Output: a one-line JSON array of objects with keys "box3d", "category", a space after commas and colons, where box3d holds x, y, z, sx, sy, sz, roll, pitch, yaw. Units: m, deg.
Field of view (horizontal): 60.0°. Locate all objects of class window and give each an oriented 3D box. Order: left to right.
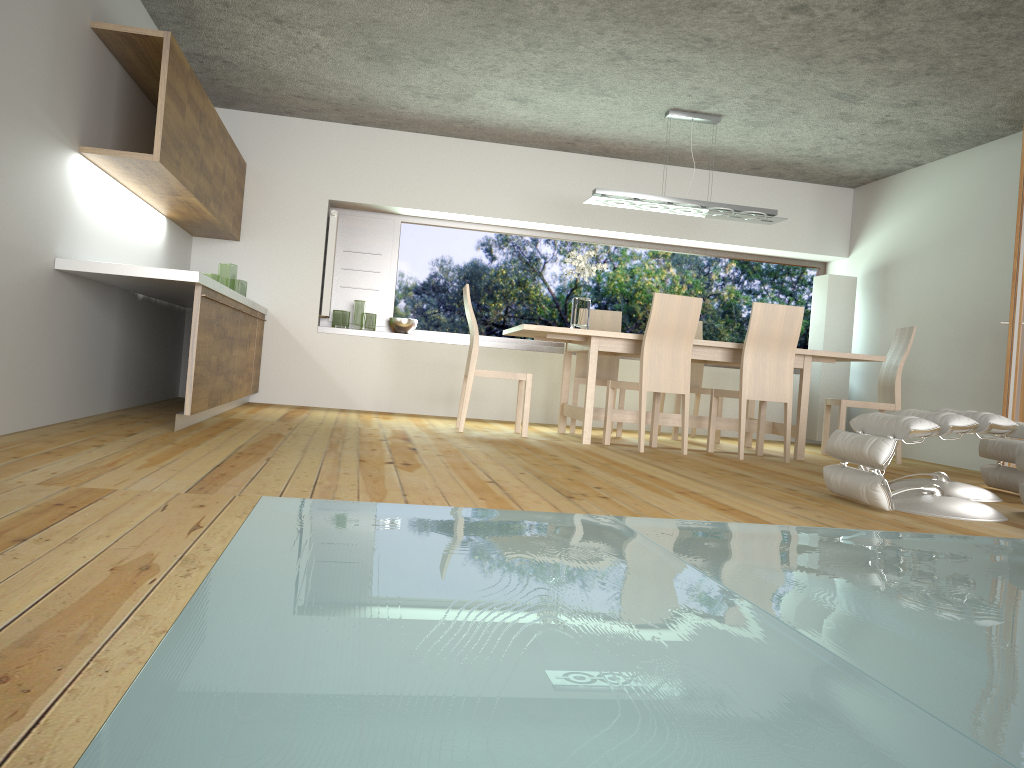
[{"box3d": [0.984, -0.838, 8.501, 4.184, 0.979, 0.012, 5, -1, -10], "category": "window"}]

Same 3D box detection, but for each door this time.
[{"box3d": [3.408, -0.584, 5.893, 0.163, 2.419, 0.933, 4, -1, 35], "category": "door"}]

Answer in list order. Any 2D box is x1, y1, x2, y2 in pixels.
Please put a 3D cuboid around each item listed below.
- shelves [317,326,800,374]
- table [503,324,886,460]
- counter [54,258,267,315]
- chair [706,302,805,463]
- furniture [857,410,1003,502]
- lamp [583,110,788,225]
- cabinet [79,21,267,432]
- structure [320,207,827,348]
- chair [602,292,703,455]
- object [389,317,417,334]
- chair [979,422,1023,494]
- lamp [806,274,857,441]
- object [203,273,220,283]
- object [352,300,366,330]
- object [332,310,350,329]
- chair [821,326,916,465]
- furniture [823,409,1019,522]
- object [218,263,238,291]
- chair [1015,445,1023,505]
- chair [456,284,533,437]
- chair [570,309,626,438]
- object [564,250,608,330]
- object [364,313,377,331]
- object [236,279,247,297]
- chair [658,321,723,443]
[{"box3d": [0.688, -0.283, 8.209, 4.868, 0.054, 0.404, 5, 1, -10], "category": "shelves"}, {"box3d": [1.208, 0.074, 6.472, 2.499, 0.756, 1.200, 5, 0, -7], "category": "table"}, {"box3d": [-2.117, -0.590, 5.851, 0.652, 0.054, 3.286, 5, 1, -10], "category": "counter"}, {"box3d": [1.632, -0.014, 5.943, 0.404, 1.017, 0.506, 5, -1, -10], "category": "chair"}, {"box3d": [2.184, 0.340, 4.617, 0.686, 0.439, 0.569, 5, 0, 25], "category": "furniture"}, {"box3d": [1.313, -1.636, 6.570, 1.489, 0.720, 0.290, 5, -1, -10], "category": "lamp"}, {"box3d": [-2.113, -0.821, 5.949, 0.655, 2.005, 3.093, 5, 0, -10], "category": "cabinet"}, {"box3d": [0.728, -0.825, 8.239, 4.873, 1.154, 0.526, 5, -1, -10], "category": "structure"}, {"box3d": [0.934, -0.071, 5.881, 0.404, 1.017, 0.506, 5, -1, -21], "category": "chair"}, {"box3d": [-0.973, -0.512, 7.902, 0.247, 0.137, 0.247, 5, 0, 25], "category": "object"}, {"box3d": [3.128, 0.150, 4.819, 0.914, 0.969, 0.569, 5, 0, 0], "category": "chair"}, {"box3d": [2.897, -0.232, 8.101, 0.280, 1.501, 0.280, 5, -1, -10], "category": "lamp"}, {"box3d": [-2.168, -0.708, 6.336, 0.111, 0.160, 0.112, 5, 0, 15], "category": "object"}, {"box3d": [-1.338, -0.600, 7.759, 0.099, 0.259, 0.099, 5, -1, -5], "category": "object"}, {"box3d": [-1.502, -0.567, 7.791, 0.111, 0.160, 0.112, 5, 0, 30], "category": "object"}, {"box3d": [2.679, 0.063, 6.672, 0.506, 1.017, 0.404, 5, -1, 3], "category": "chair"}, {"box3d": [1.778, 0.318, 3.824, 0.686, 0.439, 0.569, 5, 0, -3], "category": "furniture"}, {"box3d": [-2.092, -0.752, 6.504, 0.099, 0.259, 0.099, 5, -1, 15], "category": "object"}, {"box3d": [2.690, 0.130, 3.710, 0.914, 0.969, 0.569, 5, 0, 15], "category": "chair"}, {"box3d": [-0.126, -0.165, 6.278, 0.506, 1.017, 0.404, 5, -1, -7], "category": "chair"}, {"box3d": [0.698, -0.109, 7.166, 0.404, 1.017, 0.506, 5, -1, 1], "category": "chair"}, {"box3d": [0.511, -0.669, 6.383, 0.304, 0.608, 0.302, 5, -1, -7], "category": "object"}, {"box3d": [-1.279, -0.550, 7.902, 0.111, 0.160, 0.112, 5, 0, -25], "category": "object"}, {"box3d": [-2.083, -0.707, 6.698, 0.112, 0.160, 0.111, 5, 0, 15], "category": "object"}, {"box3d": [1.491, -0.047, 7.446, 0.404, 1.017, 0.506, 5, -1, -11], "category": "chair"}]
